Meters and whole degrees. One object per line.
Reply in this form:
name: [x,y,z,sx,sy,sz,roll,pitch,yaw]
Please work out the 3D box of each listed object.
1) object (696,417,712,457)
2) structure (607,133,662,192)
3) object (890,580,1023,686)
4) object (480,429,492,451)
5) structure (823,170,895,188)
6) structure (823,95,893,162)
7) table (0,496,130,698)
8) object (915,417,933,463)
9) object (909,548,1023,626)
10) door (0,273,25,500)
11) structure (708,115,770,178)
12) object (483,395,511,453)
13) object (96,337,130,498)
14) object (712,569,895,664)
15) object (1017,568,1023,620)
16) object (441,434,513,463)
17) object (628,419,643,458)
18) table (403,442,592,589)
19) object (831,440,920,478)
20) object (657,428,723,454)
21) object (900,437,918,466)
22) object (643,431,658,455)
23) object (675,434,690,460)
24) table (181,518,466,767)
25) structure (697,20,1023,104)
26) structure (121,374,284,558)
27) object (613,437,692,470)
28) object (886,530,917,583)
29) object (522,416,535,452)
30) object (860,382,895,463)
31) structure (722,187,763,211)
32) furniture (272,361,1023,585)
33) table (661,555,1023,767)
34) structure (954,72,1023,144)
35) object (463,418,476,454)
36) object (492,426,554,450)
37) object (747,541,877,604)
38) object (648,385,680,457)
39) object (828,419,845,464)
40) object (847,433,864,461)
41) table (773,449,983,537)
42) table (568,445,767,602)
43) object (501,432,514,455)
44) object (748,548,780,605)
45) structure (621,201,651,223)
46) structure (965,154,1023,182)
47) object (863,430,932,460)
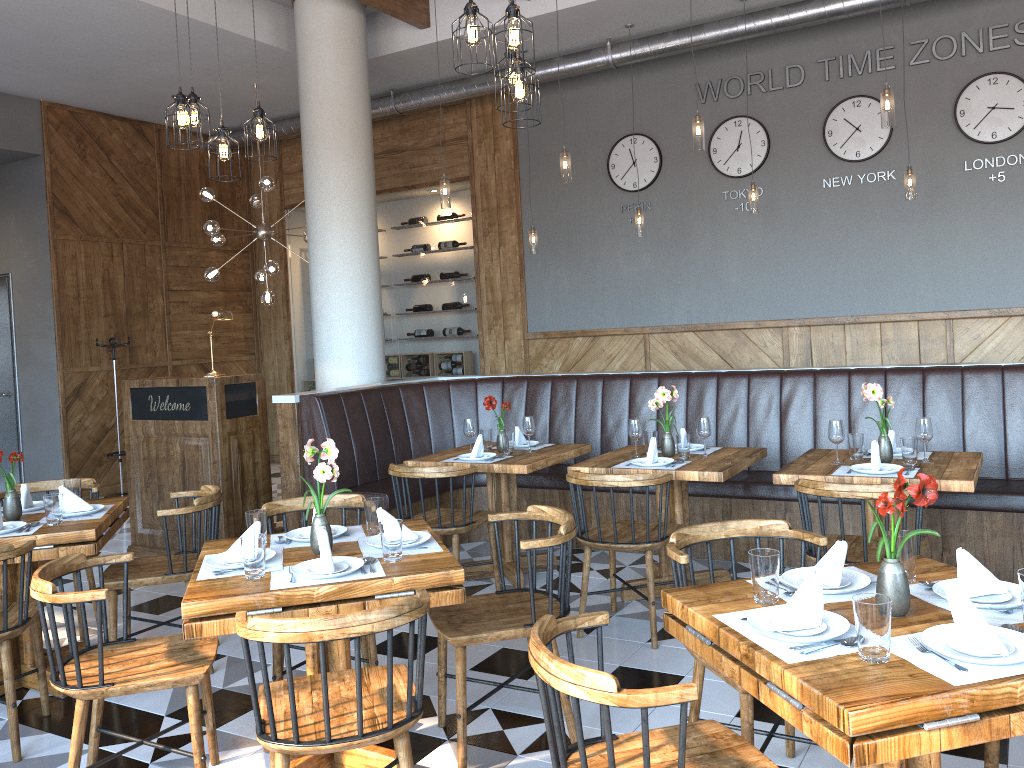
object: [1.055,0.290,4.863,0.081,0.215,0.081,-4,2,-29]
structure: [1.187,-2.145,8.597,0.560,0.560,0.046,-2,2,30]
object: [1.005,0.509,1.919,0.352,0.137,0.272,-4,3,-14]
object: [-0.161,0.353,5.592,0.080,0.132,0.080,-2,2,30]
structure: [2.971,-1.752,7.584,0.582,0.079,0.021,-1,2,30]
structure: [2.948,-2.177,7.562,0.560,0.560,0.046,-2,2,30]
table: [-2.268,1.006,4.075,0.864,0.763,0.865,-4,2,-15]
object: [2.004,0.272,4.306,0.081,0.215,0.081,-3,1,-6]
object: [1.193,0.479,2.247,0.272,0.137,0.352,-4,3,-14]
door: [-5.708,0.042,9.585,1.206,2.392,0.114,-2,1,30]
structure: [2.068,-2.161,8.079,0.560,0.560,0.046,-2,2,30]
object: [-0.095,0.245,5.471,0.171,0.355,0.156,-2,2,24]
object: [-4.061,0.350,9.124,0.375,1.657,0.374,-4,1,-37]
object: [0.676,0.516,2.105,0.272,0.137,0.352,-4,3,-14]
object: [1.200,0.495,2.019,0.080,0.132,0.080,-5,2,-44]
object: [-0.212,0.374,5.241,0.351,0.137,0.272,-1,3,31]
object: [0.691,0.304,4.950,0.081,0.215,0.081,-3,1,22]
table: [-0.053,0.803,5.476,0.849,0.763,0.852,-2,3,30]
object: [1.689,0.339,4.124,0.351,0.137,0.272,-1,3,31]
object: [1.007,0.315,5.134,0.351,0.137,0.272,-1,3,31]
object: [1.901,0.324,4.235,0.080,0.132,0.080,-2,2,35]
object: [0.790,0.335,5.033,0.080,0.132,0.080,-2,2,30]
object: [0.929,0.342,4.806,0.080,0.132,0.080,-3,2,15]
table: [-0.648,0.977,3.124,0.864,0.763,0.865,-4,2,-15]
structure: [2.897,-2.723,7.573,2.727,0.199,0.033,-1,2,30]
structure: [-2.266,0.589,6.546,1.045,1.299,0.646,-2,2,30]
object: [0.734,0.357,4.685,0.351,0.137,0.272,-1,3,31]
object: [1.077,0.476,2.442,0.080,0.132,0.080,-2,2,35]
object: [0.104,0.307,5.422,0.081,0.215,0.081,-4,2,-29]
object: [1.803,0.187,4.365,0.146,0.400,0.207,-2,2,33]
structure: [2.111,-1.676,8.092,0.368,0.199,0.021,-1,2,30]
furniture: [1.702,0.527,5.261,6.582,1.149,1.921,-1,3,30]
table: [0.954,0.947,2.182,0.864,0.763,0.865,-4,2,-15]
structure: [3.829,-2.193,7.045,0.560,0.560,0.046,-2,2,30]
object: [-0.260,0.321,5.509,0.081,0.215,0.081,-3,1,22]
object: [0.060,0.332,5.690,0.351,0.137,0.272,-1,3,31]
object: [0.865,0.486,2.433,0.352,0.137,0.272,-4,3,-14]
object: [0.843,0.206,4.898,0.206,0.400,0.146,-2,2,38]
object: [1.616,0.287,4.407,0.081,0.215,0.081,-3,1,-6]
object: [1.739,0.318,4.476,0.080,0.132,0.080,-2,2,30]
table: [1.837,0.768,4.366,0.849,0.763,0.852,-2,3,30]
table: [0.898,0.785,4.918,0.849,0.763,0.852,-2,3,30]
object: [-0.022,0.359,5.365,0.080,0.132,0.080,-3,2,15]
object: [0.663,0.506,2.321,0.080,0.132,0.080,-2,2,35]
structure: [1.210,-1.660,8.622,0.305,0.197,0.021,-1,2,30]
structure: [3.863,-1.709,7.063,0.443,0.199,0.021,-1,2,30]
object: [1.962,0.297,4.573,0.351,0.137,0.272,-1,3,31]
